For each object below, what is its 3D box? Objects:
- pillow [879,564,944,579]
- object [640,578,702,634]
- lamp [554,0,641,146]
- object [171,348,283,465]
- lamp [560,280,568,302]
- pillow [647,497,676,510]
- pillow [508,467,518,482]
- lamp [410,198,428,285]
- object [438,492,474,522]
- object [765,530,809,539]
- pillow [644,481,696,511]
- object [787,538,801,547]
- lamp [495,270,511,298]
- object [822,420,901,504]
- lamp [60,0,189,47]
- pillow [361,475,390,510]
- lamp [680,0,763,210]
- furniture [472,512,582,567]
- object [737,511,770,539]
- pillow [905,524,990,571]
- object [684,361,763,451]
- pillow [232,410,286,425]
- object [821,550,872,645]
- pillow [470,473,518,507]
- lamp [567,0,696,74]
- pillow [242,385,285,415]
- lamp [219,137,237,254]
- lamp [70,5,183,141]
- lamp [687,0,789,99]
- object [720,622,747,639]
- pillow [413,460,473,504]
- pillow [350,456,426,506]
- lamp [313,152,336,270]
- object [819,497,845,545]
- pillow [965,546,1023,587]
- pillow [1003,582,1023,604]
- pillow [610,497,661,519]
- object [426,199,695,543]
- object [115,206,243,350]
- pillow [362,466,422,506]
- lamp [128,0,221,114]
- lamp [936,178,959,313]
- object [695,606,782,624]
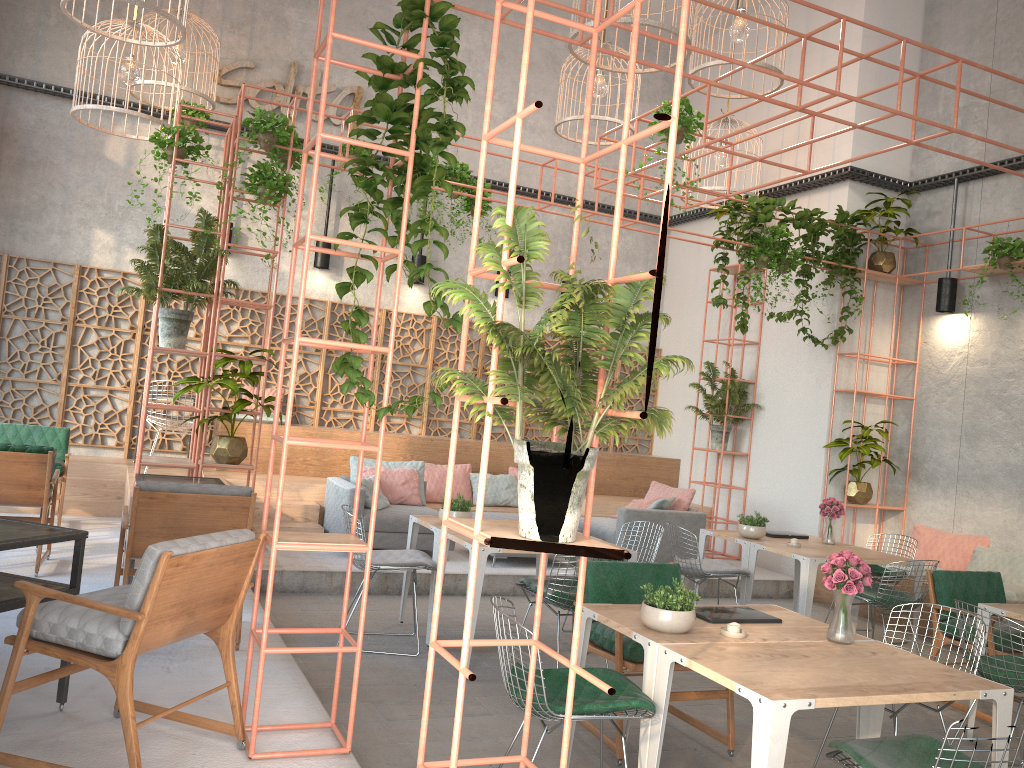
[{"bbox_3d":[4.006,1.868,8.985,0.491,0.149,0.637,7,-2,-23],"label":"pillow"},{"bbox_3d":[0.695,0.972,3.923,0.252,0.247,0.247,7,-2,-24],"label":"object"},{"bbox_3d":[1.069,-4.440,9.627,0.883,3.476,0.883,5,-2,29],"label":"lamp"},{"bbox_3d":[-2.223,0.160,6.902,0.903,0.923,0.934,5,-2,33],"label":"object"},{"bbox_3d":[0.822,-1.764,12.221,0.179,1.436,0.185,7,-2,-24],"label":"lamp"},{"bbox_3d":[1.545,1.375,9.517,0.308,0.349,0.495,5,-2,26],"label":"pillow"},{"bbox_3d":[0.351,1.306,11.025,0.839,0.474,0.276,6,-2,-4],"label":"pillow"},{"bbox_3d":[-1.147,-1.993,11.343,0.185,1.436,0.185,5,-2,17],"label":"lamp"},{"bbox_3d":[-0.412,0.919,6.539,0.252,0.247,0.247,7,-2,-24],"label":"object"},{"bbox_3d":[2.441,1.365,8.048,0.427,0.031,0.268,7,-2,-24],"label":"object"},{"bbox_3d":[1.708,1.359,9.953,0.273,0.476,0.836,7,-2,-24],"label":"pillow"},{"bbox_3d":[2.349,1.315,7.383,0.115,0.078,0.115,6,-2,-18],"label":"object"},{"bbox_3d":[-0.067,-1.867,11.825,0.185,1.436,0.185,5,-2,17],"label":"lamp"},{"bbox_3d":[3.740,0.826,9.616,0.903,0.919,0.934,4,-2,38],"label":"object"},{"bbox_3d":[-2.798,-4.502,6.867,0.883,3.476,0.883,5,-2,29],"label":"lamp"},{"bbox_3d":[-1.364,1.092,8.876,0.307,0.324,0.499,5,-2,11],"label":"pillow"},{"bbox_3d":[2.562,-3.847,10.274,0.883,3.476,0.883,5,-2,29],"label":"lamp"},{"bbox_3d":[0.082,1.599,9.236,0.975,0.446,0.941,7,-2,-24],"label":"furniture"},{"bbox_3d":[2.071,1.207,7.646,0.254,0.247,0.248,7,-2,-24],"label":"object"},{"bbox_3d":[4.439,1.728,9.095,0.276,0.474,0.839,7,-2,-34],"label":"pillow"},{"bbox_3d":[2.599,0.269,10.988,0.900,1.097,0.894,6,-2,5],"label":"object"},{"bbox_3d":[-2.919,0.384,10.140,0.637,0.149,0.491,7,-2,-23],"label":"pillow"},{"bbox_3d":[1.495,0.958,3.999,0.225,0.414,0.213,7,-2,-31],"label":"object"},{"bbox_3d":[-0.198,1.288,10.758,0.666,0.385,0.289,7,-2,-29],"label":"pillow"},{"bbox_3d":[1.017,-4.129,6.427,0.883,3.476,0.883,5,-2,29],"label":"lamp"},{"bbox_3d":[-2.933,0.185,10.436,0.499,0.324,0.307,6,-2,-9],"label":"pillow"},{"bbox_3d":[-3.318,-2.244,10.375,0.185,1.436,0.185,5,-2,17],"label":"lamp"},{"bbox_3d":[-3.357,-4.081,8.136,0.883,3.476,0.883,5,-2,29],"label":"lamp"},{"bbox_3d":[2.278,-4.576,8.415,0.883,3.476,0.883,5,-2,29],"label":"lamp"},{"bbox_3d":[0.979,1.085,3.921,0.115,0.073,0.115,7,-2,-30],"label":"object"},{"bbox_3d":[-0.812,1.171,10.506,0.839,0.474,0.276,7,-2,-34],"label":"pillow"},{"bbox_3d":[-1.312,1.032,9.391,0.839,0.474,0.276,7,-2,-24],"label":"pillow"},{"bbox_3d":[-2.259,-2.122,10.847,0.185,1.436,0.185,5,-2,17],"label":"lamp"},{"bbox_3d":[2.795,1.201,7.788,0.225,0.414,0.213,7,-2,-31],"label":"object"},{"bbox_3d":[4.676,1.781,8.498,0.289,0.385,0.666,7,-2,-29],"label":"pillow"},{"bbox_3d":[4.432,1.881,8.027,0.491,0.149,0.637,7,-2,-23],"label":"pillow"},{"bbox_3d":[1.410,1.394,9.951,0.441,0.317,0.479,7,-2,-42],"label":"pillow"},{"bbox_3d":[0.147,-0.052,2.887,0.900,1.100,0.894,6,-2,5],"label":"object"},{"bbox_3d":[-2.569,-0.816,6.926,0.900,1.101,0.894,5,-2,30],"label":"object"},{"bbox_3d":[-1.266,1.064,9.247,0.666,0.385,0.289,7,-2,-24],"label":"pillow"},{"bbox_3d":[-3.459,-4.770,9.531,0.883,3.476,0.883,5,-2,29],"label":"lamp"},{"bbox_3d":[4.653,-1.472,9.396,0.185,1.425,0.179,7,-2,-24],"label":"lamp"},{"bbox_3d":[1.064,1.130,4.324,0.427,0.031,0.268,7,-2,-24],"label":"object"}]
